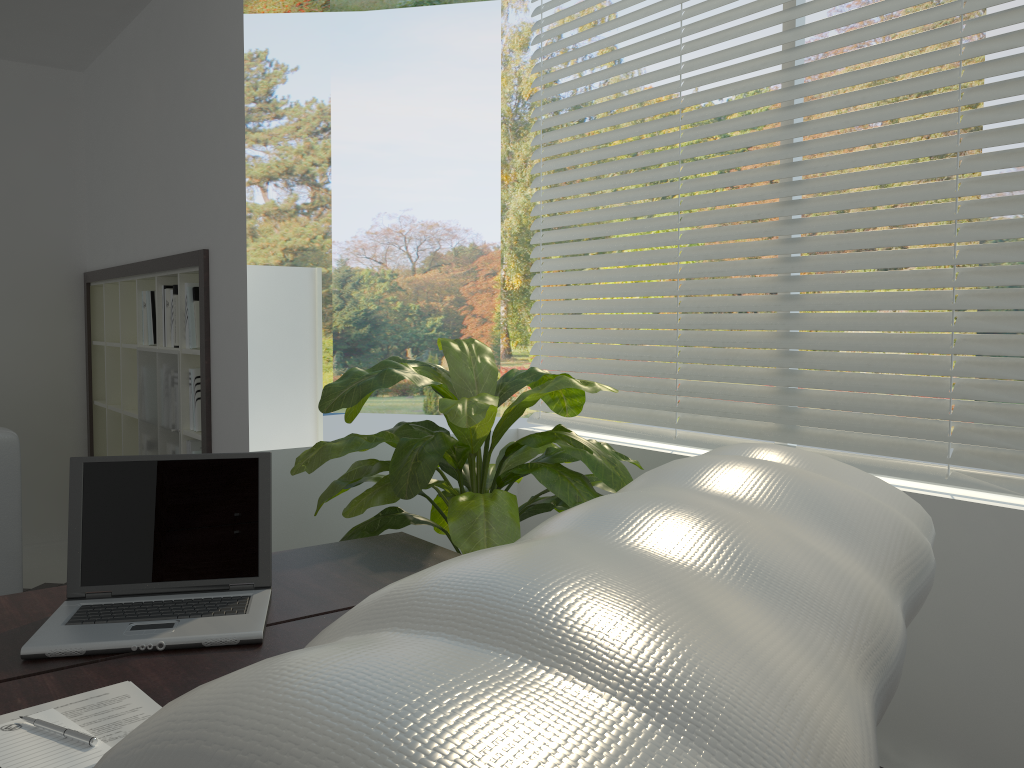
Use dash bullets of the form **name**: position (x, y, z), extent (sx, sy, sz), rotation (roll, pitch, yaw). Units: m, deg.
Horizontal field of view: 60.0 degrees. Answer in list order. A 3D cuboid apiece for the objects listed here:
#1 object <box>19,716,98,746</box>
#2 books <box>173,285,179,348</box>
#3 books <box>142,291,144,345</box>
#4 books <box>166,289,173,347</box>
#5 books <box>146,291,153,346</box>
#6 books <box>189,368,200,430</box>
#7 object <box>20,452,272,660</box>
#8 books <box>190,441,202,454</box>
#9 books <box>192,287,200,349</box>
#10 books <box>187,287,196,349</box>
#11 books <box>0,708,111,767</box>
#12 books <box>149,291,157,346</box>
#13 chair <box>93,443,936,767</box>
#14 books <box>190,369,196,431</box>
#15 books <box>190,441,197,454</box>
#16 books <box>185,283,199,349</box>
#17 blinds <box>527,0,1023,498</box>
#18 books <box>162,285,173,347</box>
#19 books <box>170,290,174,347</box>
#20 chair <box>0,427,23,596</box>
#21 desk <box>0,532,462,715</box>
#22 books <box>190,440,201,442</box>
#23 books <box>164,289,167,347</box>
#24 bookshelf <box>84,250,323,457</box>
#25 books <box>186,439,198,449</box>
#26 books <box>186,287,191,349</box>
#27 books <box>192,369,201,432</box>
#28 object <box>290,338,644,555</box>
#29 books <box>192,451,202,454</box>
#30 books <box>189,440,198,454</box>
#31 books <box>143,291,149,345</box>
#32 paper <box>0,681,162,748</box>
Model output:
- **object**: position (-0.608, 0.460, 1.182), extent (0.158, 0.011, 0.011), rotation (2, 4, 28)
- **books**: position (-1.381, -0.297, 3.903), extent (0.207, 0.272, 0.053), rotation (-2, 4, -37)
- **books**: position (-1.689, -0.320, 4.316), extent (0.207, 0.258, 0.040), rotation (-2, 4, -36)
- **books**: position (-1.441, -0.295, 3.976), extent (0.207, 0.258, 0.040), rotation (-2, 4, -37)
- **books**: position (-1.634, -0.314, 4.237), extent (0.208, 0.259, 0.060), rotation (-2, 4, -36)
- **books**: position (-1.274, 0.060, 3.794), extent (0.207, 0.258, 0.040), rotation (-2, 4, -37)
- **object**: position (-0.645, 0.295, 1.627), extent (0.380, 0.288, 0.320), rotation (-1, 4, -12)
- **books**: position (-1.254, 0.387, 3.773), extent (0.211, 0.297, 0.032), rotation (-2, 4, -37)
- **books**: position (-1.223, -0.276, 3.708), extent (0.207, 0.257, 0.058), rotation (-2, 4, -37)
- **books**: position (-1.246, -0.275, 3.712), extent (0.208, 0.257, 0.058), rotation (-2, 4, -36)
- **books**: position (-0.652, 0.471, 1.102), extent (0.205, 0.012, 0.239), rotation (4, 5, 40)
- **books**: position (-1.611, -0.313, 4.225), extent (0.207, 0.257, 0.058), rotation (-2, 4, -37)
- **chair**: position (-0.188, 0.628, 0.614), extent (0.830, 1.165, 0.725), rotation (2, 4, 28)
- **books**: position (-1.246, 0.063, 3.749), extent (0.208, 0.259, 0.060), rotation (-2, 4, -36)
- **books**: position (-1.259, 0.386, 3.776), extent (0.211, 0.297, 0.032), rotation (-2, 4, -37)
- **books**: position (-1.285, -0.290, 3.776), extent (0.207, 0.275, 0.040), rotation (-2, 4, -37)
- **blinds**: position (1.253, -1.836, 2.122), extent (1.220, 4.261, 3.921), rotation (-1, 4, -18)
- **books**: position (-1.486, -0.309, 4.045), extent (0.207, 0.275, 0.040), rotation (-2, 4, -36)
- **books**: position (-1.410, -0.290, 3.946), extent (0.207, 0.251, 0.040), rotation (-2, 4, -37)
- **chair**: position (-2.728, 0.581, 3.661), extent (1.156, 0.816, 0.945), rotation (4, 5, 44)
- **desk**: position (-0.724, 0.803, 1.433), extent (1.813, 0.697, 0.975), rotation (-3, 5, -37)
- **books**: position (-1.258, 0.383, 3.783), extent (0.214, 0.299, 0.032), rotation (-2, 4, -37)
- **books**: position (-1.462, -0.298, 4.012), extent (0.207, 0.258, 0.040), rotation (-2, 4, -37)
- **bookshelf**: position (-1.629, 0.159, 4.437), extent (0.502, 1.495, 2.101), rotation (-2, 4, -37)
- **books**: position (-1.288, 0.383, 3.816), extent (0.211, 0.297, 0.032), rotation (-2, 4, -37)
- **books**: position (-1.258, -0.278, 3.736), extent (0.207, 0.259, 0.060), rotation (-2, 4, -37)
- **books**: position (-1.231, 0.065, 3.729), extent (0.207, 0.259, 0.060), rotation (-2, 4, -37)
- **object**: position (-0.100, 0.457, 2.785), extent (1.121, 1.197, 1.026), rotation (2, 4, 32)
- **books**: position (-1.240, 0.406, 3.756), extent (0.207, 0.259, 0.060), rotation (-2, 4, -37)
- **books**: position (-1.269, 0.383, 3.789), extent (0.217, 0.301, 0.032), rotation (-2, 4, -37)
- **books**: position (-1.666, -0.317, 4.275), extent (0.207, 0.258, 0.040), rotation (-2, 4, -37)
- **paper**: position (-0.567, 0.470, 1.189), extent (0.210, 0.001, 0.290), rotation (-4, 6, -44)
